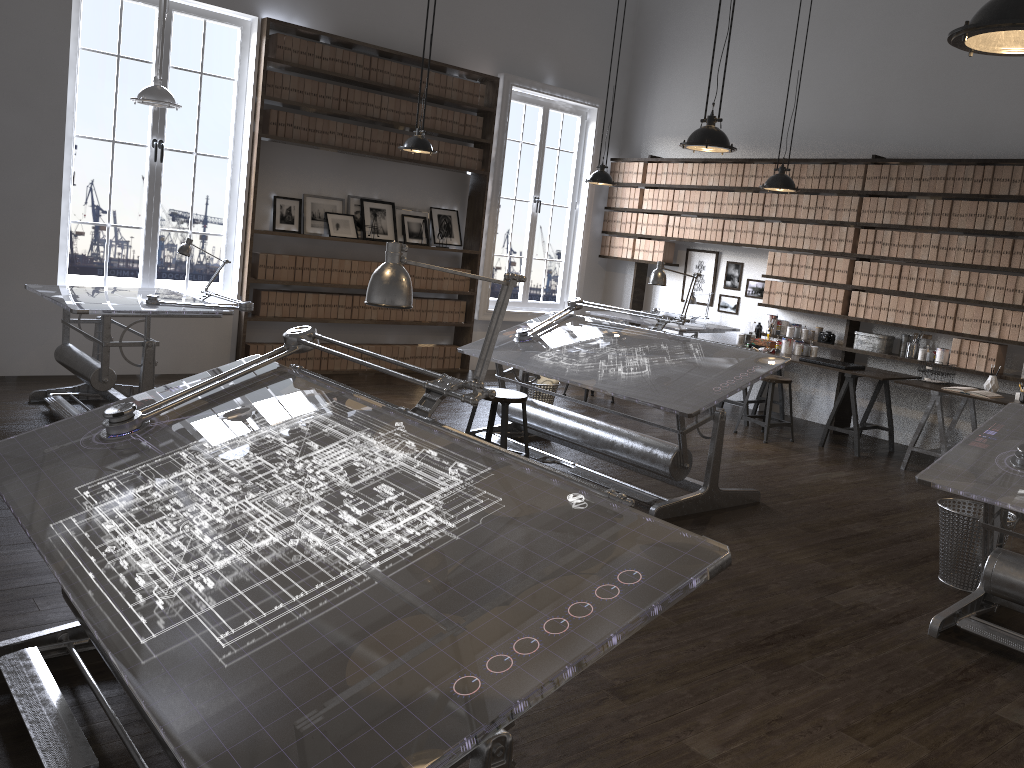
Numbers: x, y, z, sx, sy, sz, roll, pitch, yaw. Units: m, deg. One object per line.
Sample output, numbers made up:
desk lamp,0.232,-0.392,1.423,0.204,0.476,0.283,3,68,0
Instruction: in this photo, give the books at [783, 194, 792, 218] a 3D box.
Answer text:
books,2.631,-1.660,8.318,0.174,0.224,0.067,0,9,-40

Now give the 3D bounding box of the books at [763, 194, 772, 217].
books,2.497,-1.702,8.480,0.174,0.224,0.067,0,9,-40

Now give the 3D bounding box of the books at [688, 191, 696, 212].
books,1.919,-1.879,9.171,0.174,0.224,0.067,0,9,-40

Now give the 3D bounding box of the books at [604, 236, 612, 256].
books,1.146,-1.562,10.077,0.174,0.224,0.067,0,9,-40

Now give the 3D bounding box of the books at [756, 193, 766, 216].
books,2.445,-1.716,8.533,0.174,0.224,0.067,0,9,-40

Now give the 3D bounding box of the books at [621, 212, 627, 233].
books,1.308,-1.796,9.899,0.174,0.224,0.067,0,9,-40

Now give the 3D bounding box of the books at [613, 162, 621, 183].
books,1.237,-2.375,9.984,0.174,0.224,0.067,0,9,-40

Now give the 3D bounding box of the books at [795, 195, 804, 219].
books,2.715,-1.634,8.215,0.174,0.224,0.067,0,9,-40

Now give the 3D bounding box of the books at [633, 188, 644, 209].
books,1.432,-2.035,9.755,0.174,0.224,0.067,0,9,-40

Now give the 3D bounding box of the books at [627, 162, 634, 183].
books,1.376,-2.334,9.827,0.174,0.224,0.067,0,9,-40

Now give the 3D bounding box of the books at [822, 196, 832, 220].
books,2.892,-1.580,8.008,0.174,0.224,0.067,0,9,-40

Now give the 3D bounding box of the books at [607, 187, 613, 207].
books,1.171,-2.115,10.066,0.174,0.224,0.067,0,9,-40

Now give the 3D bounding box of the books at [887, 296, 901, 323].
books,3.277,-0.632,7.523,0.174,0.224,0.067,0,9,-40

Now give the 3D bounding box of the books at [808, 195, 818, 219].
books,2.798,-1.607,8.110,0.174,0.224,0.067,0,9,-40

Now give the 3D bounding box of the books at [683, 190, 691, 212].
books,1.874,-1.893,9.225,0.174,0.224,0.067,0,9,-40

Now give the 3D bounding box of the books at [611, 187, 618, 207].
books,1.213,-2.102,10.010,0.174,0.224,0.067,0,9,-40

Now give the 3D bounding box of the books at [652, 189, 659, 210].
books,1.604,-1.975,9.539,0.174,0.224,0.067,0,9,-40

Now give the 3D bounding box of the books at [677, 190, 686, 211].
books,1.826,-1.907,9.276,0.174,0.224,0.067,0,9,-40

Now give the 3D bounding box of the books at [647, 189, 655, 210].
books,1.558,-1.989,9.594,0.174,0.224,0.067,0,9,-40

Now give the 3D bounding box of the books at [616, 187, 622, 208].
books,1.260,-2.087,9.956,0.174,0.224,0.067,0,9,-40

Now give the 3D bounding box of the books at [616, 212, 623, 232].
books,1.259,-1.809,9.950,0.174,0.224,0.067,0,9,-40

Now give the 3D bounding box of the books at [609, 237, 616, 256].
books,1.197,-1.548,10.025,0.174,0.224,0.067,0,9,-40

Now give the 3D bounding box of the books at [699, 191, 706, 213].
books,2.003,-1.853,9.069,0.174,0.224,0.067,0,9,-40

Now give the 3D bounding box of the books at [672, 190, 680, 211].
books,1.785,-1.921,9.333,0.174,0.224,0.067,0,9,-40

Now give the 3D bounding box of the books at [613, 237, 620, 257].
books,1.237,-1.535,9.974,0.174,0.224,0.067,0,9,-40

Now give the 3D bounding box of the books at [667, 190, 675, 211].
books,1.733,-1.936,9.386,0.174,0.224,0.067,0,9,-40

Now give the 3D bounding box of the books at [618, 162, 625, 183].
books,1.286,-2.361,9.931,0.174,0.224,0.067,0,9,-40

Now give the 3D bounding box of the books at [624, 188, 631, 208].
books,1.340,-2.062,9.856,0.174,0.224,0.067,0,9,-40

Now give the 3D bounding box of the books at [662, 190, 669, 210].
books,1.690,-1.950,9.446,0.174,0.224,0.067,0,9,-40

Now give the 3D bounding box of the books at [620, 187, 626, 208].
books,1.301,-2.075,9.910,0.174,0.224,0.067,0,9,-40

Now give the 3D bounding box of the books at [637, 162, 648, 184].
books,1.465,-2.306,9.717,0.174,0.224,0.067,0,9,-40

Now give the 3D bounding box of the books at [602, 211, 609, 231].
books,1.125,-1.850,10.107,0.174,0.224,0.067,0,9,-40

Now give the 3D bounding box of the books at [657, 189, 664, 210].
books,1.647,-1.963,9.494,0.174,0.224,0.067,0,9,-40

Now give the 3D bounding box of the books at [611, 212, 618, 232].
books,1.217,-1.823,10.006,0.174,0.224,0.067,0,9,-40

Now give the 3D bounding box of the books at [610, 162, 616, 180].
books,1.192,-2.389,10.039,0.174,0.224,0.067,0,9,-40

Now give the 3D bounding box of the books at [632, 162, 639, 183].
books,1.417,-2.320,9.771,0.174,0.224,0.067,0,9,-40

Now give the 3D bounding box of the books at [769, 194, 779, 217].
books,2.539,-1.688,8.423,0.174,0.224,0.067,0,9,-40

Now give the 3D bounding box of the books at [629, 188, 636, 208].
books,1.387,-2.049,9.809,0.174,0.224,0.067,0,9,-40

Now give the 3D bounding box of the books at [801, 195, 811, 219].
books,2.754,-1.621,8.167,0.174,0.224,0.067,0,9,-40

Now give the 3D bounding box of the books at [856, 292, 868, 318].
books,3.098,-0.687,7.737,0.174,0.224,0.067,0,9,-40

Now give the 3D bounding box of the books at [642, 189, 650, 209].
books,1.515,-2.003,9.651,0.174,0.224,0.067,0,9,-40

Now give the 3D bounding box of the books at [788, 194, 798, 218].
books,2.670,-1.647,8.263,0.174,0.224,0.067,0,9,-40

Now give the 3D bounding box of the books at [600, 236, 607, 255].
books,1.103,-1.577,10.138,0.174,0.224,0.067,0,9,-40

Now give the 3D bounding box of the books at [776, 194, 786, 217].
books,2.587,-1.674,8.372,0.174,0.224,0.067,0,9,-40

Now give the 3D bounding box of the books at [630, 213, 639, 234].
books,1.402,-1.767,9.786,0.174,0.224,0.067,0,9,-40

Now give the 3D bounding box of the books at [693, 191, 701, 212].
books,1.957,-1.866,9.116,0.174,0.224,0.067,0,9,-40

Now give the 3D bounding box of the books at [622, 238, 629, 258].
books,1.320,-1.509,9.868,0.174,0.224,0.067,0,9,-40

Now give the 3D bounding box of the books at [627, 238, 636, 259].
books,1.368,-1.495,9.815,0.174,0.224,0.067,0,9,-40

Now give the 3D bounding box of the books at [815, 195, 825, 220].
books,2.846,-1.594,8.060,0.174,0.224,0.067,0,9,-40

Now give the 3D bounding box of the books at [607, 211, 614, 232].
books,1.172,-1.837,10.060,0.174,0.224,0.067,0,9,-40

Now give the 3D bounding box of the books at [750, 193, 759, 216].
books,2.403,-1.731,8.593,0.174,0.224,0.067,0,9,-40

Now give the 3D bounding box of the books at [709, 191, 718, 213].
books,2.086,-1.827,8.964,0.174,0.224,0.067,0,9,-40

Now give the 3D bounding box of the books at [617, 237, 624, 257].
books,1.274,-1.523,9.923,0.174,0.224,0.067,0,9,-40

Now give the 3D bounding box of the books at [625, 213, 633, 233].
books,1.351,-1.781,9.838,0.174,0.224,0.067,0,9,-40

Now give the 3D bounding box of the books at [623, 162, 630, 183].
books,1.333,-2.348,9.881,0.174,0.224,0.067,0,9,-40
